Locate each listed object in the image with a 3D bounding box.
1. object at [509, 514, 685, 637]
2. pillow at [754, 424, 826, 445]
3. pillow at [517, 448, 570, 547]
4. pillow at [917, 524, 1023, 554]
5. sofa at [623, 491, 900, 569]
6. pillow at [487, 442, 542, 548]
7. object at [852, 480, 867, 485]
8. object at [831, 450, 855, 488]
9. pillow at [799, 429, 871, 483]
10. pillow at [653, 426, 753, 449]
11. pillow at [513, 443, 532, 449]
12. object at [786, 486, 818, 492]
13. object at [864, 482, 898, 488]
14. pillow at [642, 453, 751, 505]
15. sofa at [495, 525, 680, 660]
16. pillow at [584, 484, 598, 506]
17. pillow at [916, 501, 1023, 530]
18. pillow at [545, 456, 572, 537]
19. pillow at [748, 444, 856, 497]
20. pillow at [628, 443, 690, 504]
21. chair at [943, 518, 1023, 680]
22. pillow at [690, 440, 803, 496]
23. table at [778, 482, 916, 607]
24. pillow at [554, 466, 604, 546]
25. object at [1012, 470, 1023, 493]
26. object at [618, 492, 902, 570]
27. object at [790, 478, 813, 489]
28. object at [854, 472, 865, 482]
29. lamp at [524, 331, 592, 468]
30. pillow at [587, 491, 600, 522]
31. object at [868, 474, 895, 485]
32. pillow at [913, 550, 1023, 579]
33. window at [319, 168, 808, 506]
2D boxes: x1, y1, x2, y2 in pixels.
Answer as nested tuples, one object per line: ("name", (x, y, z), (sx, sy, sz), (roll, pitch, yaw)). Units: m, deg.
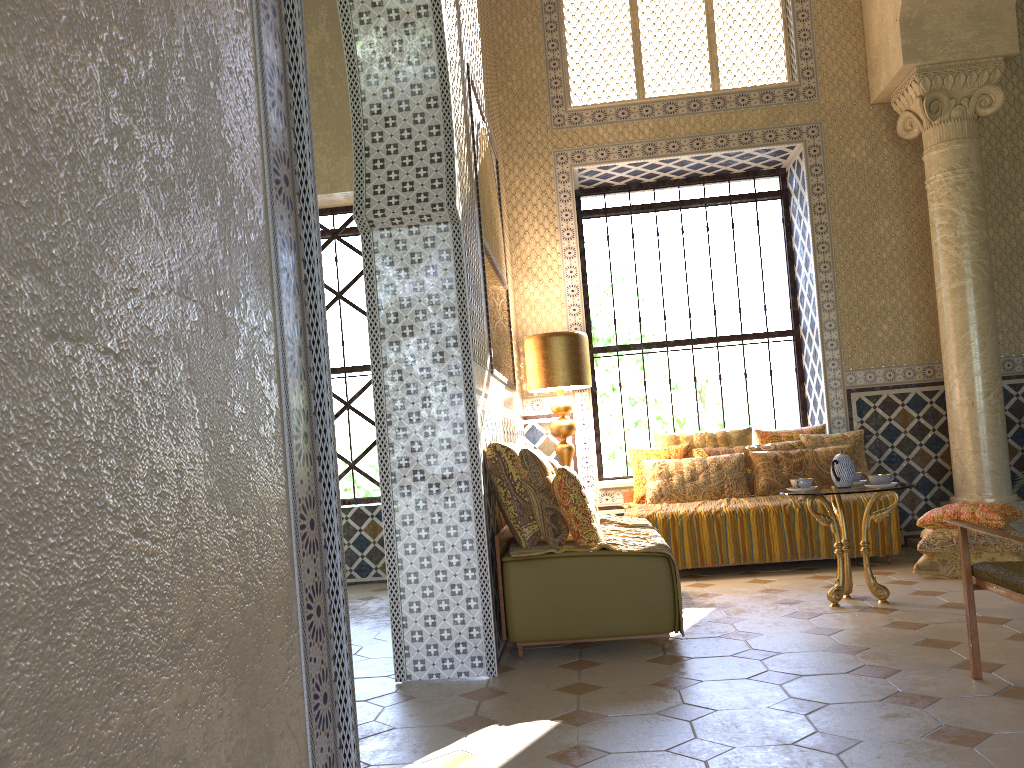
("object", (0.725, 1.588, 7.692), (1.314, 0.716, 2.892), (-5, -4, 5))
("pillow", (3.373, 0.902, 10.581), (0.856, 0.799, 0.394), (-5, -2, 5))
("pillow", (0.250, 0.882, 6.909), (0.383, 0.779, 0.835), (-5, -3, 5))
("pillow", (4.445, 1.510, 8.599), (0.933, 0.347, 0.880), (-6, -4, 25))
("sofa", (2.737, 1.620, 10.081), (2.850, 0.936, 1.276), (-5, -3, 5))
("pillow", (0.066, 0.873, 7.150), (0.422, 0.831, 1.195), (-5, -3, 5))
("object", (3.030, 0.881, 7.891), (0.255, 0.032, 0.256), (-3, -5, -16))
("object", (2.834, 0.727, 7.595), (0.272, 0.323, 0.199), (-4, -2, -6))
("pillow", (3.761, 0.894, 10.270), (0.741, 0.692, 0.341), (-5, -2, 5))
("pillow", (2.337, 0.958, 10.611), (1.193, 0.831, 0.423), (-5, -2, 5))
("pillow", (0.169, 0.957, 8.342), (0.422, 0.831, 1.195), (-5, -3, 5))
("object", (2.485, 0.901, 7.584), (0.255, 0.032, 0.256), (-3, -5, -16))
("object", (3.023, 0.832, 7.254), (0.256, 0.032, 0.256), (-5, -4, 1))
("pillow", (2.113, 1.105, 10.169), (1.192, 0.546, 0.329), (-5, -2, 5))
("sofa", (0.666, 1.603, 7.709), (1.274, 0.935, 2.856), (-5, -4, 5))
("pillow", (0.685, 1.159, 8.469), (0.271, 0.450, 0.984), (-5, -4, 5))
("pillow", (4.444, 1.301, 8.594), (0.806, 0.310, 0.747), (-8, -5, 39))
("pillow", (0.393, 0.962, 7.643), (0.341, 0.692, 0.742), (-5, -3, 5))
("pillow", (3.330, 0.999, 10.066), (1.192, 0.546, 0.329), (-5, -2, 5))
("pillow", (1.767, 1.067, 10.439), (0.741, 0.692, 0.341), (-5, -2, 5))
("chair", (2.987, 1.030, 4.703), (0.951, 1.207, 0.908), (-5, -2, 5))
("pillow", (2.770, 1.009, 10.333), (1.342, 0.614, 0.371), (-5, -2, 5))
("table", (2.879, 1.372, 7.542), (1.103, 0.979, 1.100), (-7, -4, 34))
("pillow", (0.505, 0.943, 6.743), (0.345, 0.650, 0.686), (-5, -3, 4))
("object", (6.796, 0.795, 9.156), (2.640, 2.498, 2.170), (-4, -3, -8))
("object", (2.692, 1.610, 10.022), (2.887, 0.717, 1.317), (-5, -4, 5))
("object", (2.482, 0.863, 7.584), (0.183, 0.100, 0.183), (-4, -4, -14))
("object", (3.027, 0.843, 7.891), (0.183, 0.100, 0.183), (-4, -4, -6))
("lamp", (0.615, 0.838, 10.175), (0.736, 2.810, 0.739), (-4, -2, -26))
("pillow", (0.604, 1.094, 7.536), (0.271, 0.450, 0.984), (-5, -4, 5))
("object", (3.021, 0.794, 7.255), (0.183, 0.100, 0.184), (-5, -4, 1))
("pillow", (4.481, 1.710, 8.603), (0.993, 0.367, 1.042), (-7, -5, 30))
("window", (-0.441, -0.532, 11.740), (8.484, 3.985, 0.575), (-5, -1, 1))
